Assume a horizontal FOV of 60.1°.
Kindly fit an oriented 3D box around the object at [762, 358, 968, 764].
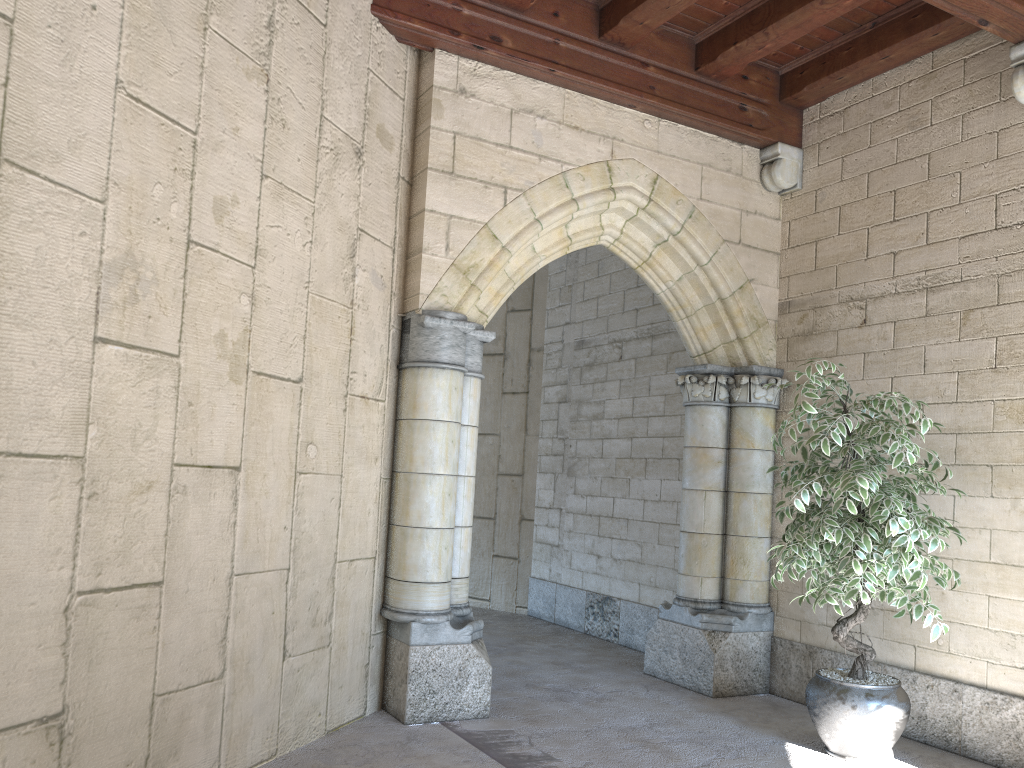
[{"bbox_3d":[1.399,0.714,3.615,0.787,1.613,0.753,3,-4,3],"label":"object"}]
